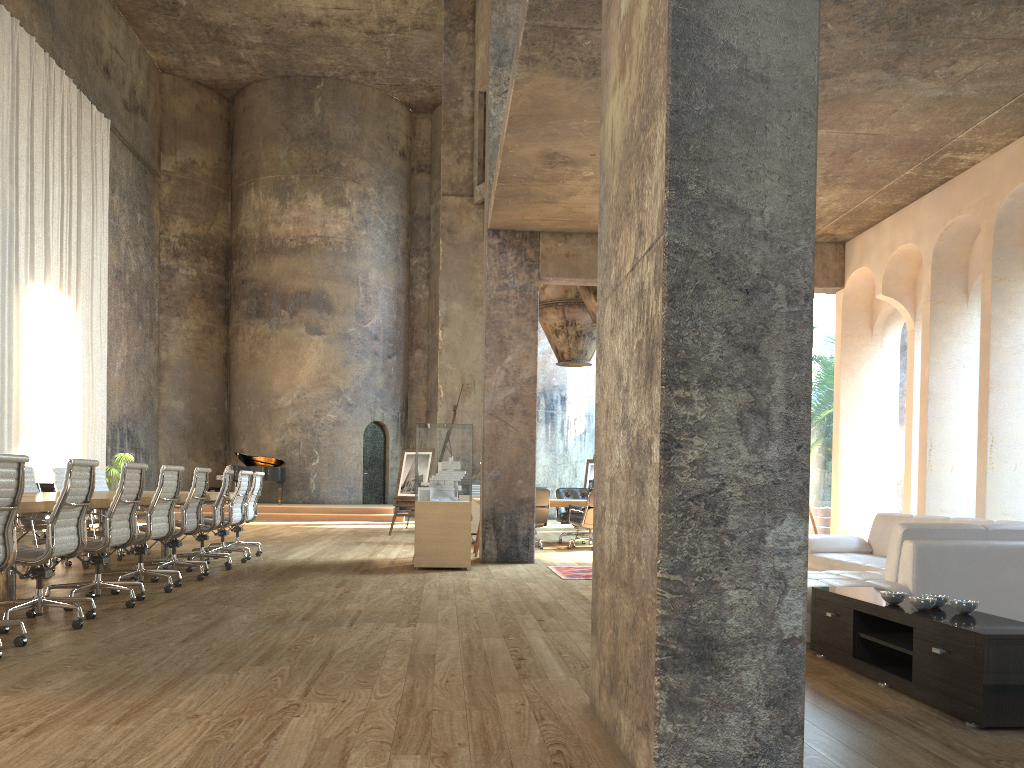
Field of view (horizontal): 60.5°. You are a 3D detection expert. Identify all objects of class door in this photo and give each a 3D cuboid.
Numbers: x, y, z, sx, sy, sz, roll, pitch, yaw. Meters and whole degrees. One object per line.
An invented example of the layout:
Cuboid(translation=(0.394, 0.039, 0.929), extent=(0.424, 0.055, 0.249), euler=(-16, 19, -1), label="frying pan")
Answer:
Cuboid(translation=(-3.829, 2.167, 24.177), extent=(0.091, 2.295, 0.904), euler=(2, 1, 44), label="door")

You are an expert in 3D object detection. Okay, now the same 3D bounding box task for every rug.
Cuboid(translation=(1.667, 1.999, 9.291), extent=(2.462, 0.009, 1.352), euler=(1, -7, -4), label="rug")

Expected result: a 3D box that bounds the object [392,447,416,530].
Cuboid(translation=(-1.935, 1.845, 17.386), extent=(0.684, 2.146, 0.702), euler=(1, 0, 22), label="object")

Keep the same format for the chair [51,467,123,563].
Cuboid(translation=(-4.655, 1.435, 9.656), extent=(0.699, 1.025, 0.666), euler=(1, -1, -1), label="chair")

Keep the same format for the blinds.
Cuboid(translation=(-8.516, -1.846, 15.320), extent=(0.275, 8.634, 7.851), euler=(1, -2, -3), label="blinds")

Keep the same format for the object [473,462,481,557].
Cuboid(translation=(-0.200, 1.576, 11.340), extent=(0.571, 1.296, 0.659), euler=(1, -1, -4), label="object")

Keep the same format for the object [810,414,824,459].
Cuboid(translation=(3.703, 0.843, 11.331), extent=(0.688, 0.939, 0.861), euler=(1, -2, -14), label="object")

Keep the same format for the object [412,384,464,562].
Cuboid(translation=(-0.833, 1.060, 10.482), extent=(0.685, 2.146, 0.701), euler=(1, 0, -5), label="object")

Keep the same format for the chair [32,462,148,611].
Cuboid(translation=(-2.987, 1.069, 6.276), extent=(0.699, 1.025, 0.667), euler=(1, -1, 1), label="chair")

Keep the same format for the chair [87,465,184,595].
Cuboid(translation=(-3.059, 1.172, 7.172), extent=(0.699, 1.025, 0.667), euler=(1, -1, 4), label="chair")

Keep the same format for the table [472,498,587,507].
Cuboid(translation=(0.603, 2.121, 13.449), extent=(2.410, 0.699, 1.109), euler=(1, -4, -4), label="table")

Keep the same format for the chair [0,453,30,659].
Cuboid(translation=(-2.844, 0.855, 4.414), extent=(0.699, 1.025, 0.667), euler=(1, -1, 1), label="chair")

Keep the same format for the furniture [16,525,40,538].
Cuboid(translation=(-7.278, 1.795, 12.343), extent=(0.708, 0.839, 1.879), euler=(1, -5, -4), label="furniture")

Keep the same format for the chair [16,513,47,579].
Cuboid(translation=(-4.511, 1.227, 7.845), extent=(0.699, 1.025, 0.667), euler=(1, -1, 4), label="chair")

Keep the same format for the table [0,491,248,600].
Cuboid(translation=(-3.829, 1.337, 7.577), extent=(1.601, 0.756, 7.747), euler=(1, -7, -4), label="table")

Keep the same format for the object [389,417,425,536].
Cuboid(translation=(-1.685, 1.631, 15.510), extent=(0.701, 2.146, 0.685), euler=(1, 0, 28), label="object")

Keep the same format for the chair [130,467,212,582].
Cuboid(translation=(-3.124, 1.273, 8.050), extent=(0.699, 1.025, 0.667), euler=(1, -1, 1), label="chair")

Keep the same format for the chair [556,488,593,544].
Cuboid(translation=(1.057, 2.127, 14.246), extent=(0.729, 0.891, 0.824), euler=(1, -2, -4), label="chair")

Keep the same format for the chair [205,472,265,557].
Cuboid(translation=(-3.366, 1.576, 10.694), extent=(0.699, 1.025, 0.667), euler=(1, -1, 1), label="chair")

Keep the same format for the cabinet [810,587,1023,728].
Cuboid(translation=(1.887, 1.222, 4.103), extent=(0.396, 0.368, 1.568), euler=(1, -6, -4), label="cabinet")

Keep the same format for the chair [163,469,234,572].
Cuboid(translation=(-3.190, 1.380, 8.981), extent=(0.699, 1.025, 0.666), euler=(1, -1, -5), label="chair")

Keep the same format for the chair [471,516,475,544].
Cuboid(translation=(-0.946, 1.989, 13.340), extent=(0.821, 0.892, 0.732), euler=(1, -2, -8), label="chair")

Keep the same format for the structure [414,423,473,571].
Cuboid(translation=(-0.748, 1.231, 9.599), extent=(0.594, 1.546, 0.743), euler=(1, 0, -4), label="structure")

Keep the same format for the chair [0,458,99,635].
Cuboid(translation=(-2.915, 0.964, 5.360), extent=(0.699, 1.025, 0.666), euler=(1, -1, -1), label="chair")

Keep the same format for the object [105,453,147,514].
Cuboid(translation=(-8.085, 2.160, 18.209), extent=(1.092, 1.455, 1.131), euler=(1, -2, -13), label="object")

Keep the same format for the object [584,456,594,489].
Cuboid(translation=(1.991, 2.197, 19.869), extent=(0.701, 2.146, 0.685), euler=(1, 0, 25), label="object")

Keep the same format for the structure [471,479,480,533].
Cuboid(translation=(-0.648, 2.277, 16.302), extent=(0.743, 1.014, 0.737), euler=(1, -2, -4), label="structure")

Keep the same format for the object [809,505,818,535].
Cuboid(translation=(3.626, 1.791, 11.338), extent=(0.660, 0.972, 0.570), euler=(2, -1, -40), label="object")

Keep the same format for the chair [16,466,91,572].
Cuboid(translation=(-4.583, 1.330, 8.741), extent=(0.699, 1.025, 0.667), euler=(1, -1, 1), label="chair")

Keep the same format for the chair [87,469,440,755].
Cuboid(translation=(-1.892, 1.615, 10.760), extent=(12.952, 1.029, 31.636), euler=(1, -7, -4), label="chair")

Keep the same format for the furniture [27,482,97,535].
Cuboid(translation=(-7.462, 2.069, 14.725), extent=(0.708, 0.839, 1.879), euler=(1, -5, -4), label="furniture")

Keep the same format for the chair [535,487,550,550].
Cuboid(translation=(0.159, 1.932, 12.691), extent=(0.730, 0.891, 0.823), euler=(1, -2, -10), label="chair")

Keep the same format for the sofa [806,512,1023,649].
Cuboid(translation=(2.505, 1.329, 6.464), extent=(2.064, 0.720, 2.941), euler=(1, -6, -4), label="sofa")

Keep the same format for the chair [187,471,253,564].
Cuboid(translation=(-3.264, 1.478, 9.835), extent=(0.699, 1.025, 0.667), euler=(1, -1, 4), label="chair")

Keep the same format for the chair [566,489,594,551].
Cuboid(translation=(1.165, 1.961, 12.799), extent=(0.731, 0.891, 0.822), euler=(2, -3, -31), label="chair")

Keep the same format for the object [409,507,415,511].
Cuboid(translation=(-2.701, 3.071, 24.697), extent=(0.912, 0.990, 0.910), euler=(1, -2, 7), label="object")
